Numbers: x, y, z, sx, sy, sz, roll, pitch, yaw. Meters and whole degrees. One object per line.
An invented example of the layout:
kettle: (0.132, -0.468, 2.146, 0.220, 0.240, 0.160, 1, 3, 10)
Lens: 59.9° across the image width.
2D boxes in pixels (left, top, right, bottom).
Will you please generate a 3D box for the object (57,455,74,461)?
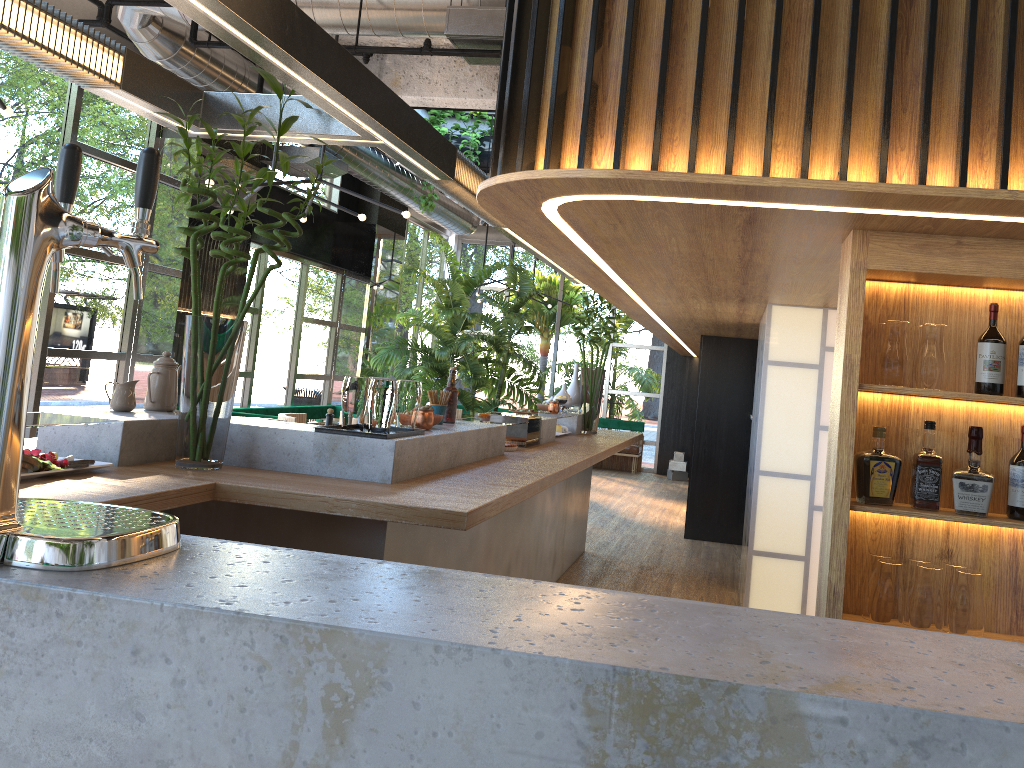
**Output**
object: (-1.449, 0.224, 2.616, 0.087, 0.059, 0.344, 5, 0, 26)

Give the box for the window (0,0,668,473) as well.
window: (-1.724, -2.016, 5.781, 4.077, 6.516, 20.620, 5, 0, 14)

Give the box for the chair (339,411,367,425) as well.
chair: (-0.922, 0.688, 5.954, 0.524, 0.974, 0.567, 3, -4, 35)

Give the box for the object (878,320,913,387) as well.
object: (1.229, -0.097, 2.841, 0.110, 0.210, 0.100, 9, -5, -43)

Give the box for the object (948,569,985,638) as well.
object: (1.407, 0.685, 2.745, 0.110, 0.210, 0.100, 9, -5, -43)

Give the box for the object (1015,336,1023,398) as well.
object: (1.645, -0.100, 2.801, 0.089, 0.300, 0.083, 8, -5, -29)

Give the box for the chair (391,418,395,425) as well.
chair: (-0.755, 0.694, 6.696, 0.558, 0.974, 0.533, 6, -3, -13)

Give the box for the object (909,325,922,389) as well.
object: (1.362, -0.086, 2.922, 0.110, 0.210, 0.100, 9, -5, -43)

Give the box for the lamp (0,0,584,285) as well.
lamp: (1.138, -1.870, 4.570, 4.932, 2.140, 6.786, 5, 0, 7)

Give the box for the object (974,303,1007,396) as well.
object: (1.535, -0.111, 2.843, 0.089, 0.300, 0.083, 8, -5, -29)

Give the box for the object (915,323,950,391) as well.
object: (1.344, -0.086, 2.832, 0.110, 0.210, 0.100, 9, -5, -43)

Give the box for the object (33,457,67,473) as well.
object: (-1.458, 0.226, 2.614, 0.298, 0.061, 0.414, 5, 1, -12)

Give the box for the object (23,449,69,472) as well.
object: (-1.413, 0.226, 2.610, 0.179, 0.081, 0.136, 5, -1, 4)

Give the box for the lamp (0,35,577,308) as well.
lamp: (-0.361, -2.171, 5.831, 5.009, 1.829, 19.144, 5, 1, 14)

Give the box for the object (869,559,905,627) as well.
object: (1.183, 0.664, 2.794, 0.110, 0.210, 0.100, 9, -5, -43)

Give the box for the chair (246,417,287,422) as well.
chair: (-1.326, 0.670, 4.395, 0.568, 0.974, 0.524, 7, -4, -31)

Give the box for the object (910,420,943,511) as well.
object: (1.335, 0.260, 2.854, 0.082, 0.283, 0.084, 5, -4, 12)

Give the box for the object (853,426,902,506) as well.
object: (1.183, 0.264, 2.876, 0.152, 0.249, 0.093, 6, -4, -1)

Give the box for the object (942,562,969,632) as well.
object: (1.422, 0.685, 2.857, 0.110, 0.210, 0.100, 9, -5, -43)

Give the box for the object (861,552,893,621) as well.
object: (1.201, 0.664, 2.911, 0.110, 0.210, 0.100, 9, -5, -43)

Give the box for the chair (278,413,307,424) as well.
chair: (-1.125, 0.679, 5.151, 0.567, 0.974, 0.525, 7, -4, -28)

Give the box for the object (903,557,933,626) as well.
object: (1.318, 0.675, 2.884, 0.110, 0.210, 0.100, 9, -5, -43)

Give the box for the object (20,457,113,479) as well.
object: (-1.476, 0.246, 2.597, 0.328, 0.025, 0.501, 5, 1, 13)

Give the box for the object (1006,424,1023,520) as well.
object: (1.623, 0.278, 2.815, 0.089, 0.300, 0.083, 8, -5, -29)

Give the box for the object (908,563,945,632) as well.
object: (1.299, 0.674, 2.775, 0.110, 0.210, 0.100, 9, -5, -43)

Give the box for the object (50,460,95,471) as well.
object: (-1.339, 0.247, 2.708, 0.117, 0.035, 0.173, 5, 1, -7)

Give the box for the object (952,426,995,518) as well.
object: (1.465, 0.274, 2.818, 0.119, 0.281, 0.127, 4, -4, 25)

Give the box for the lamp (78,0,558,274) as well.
lamp: (-0.266, -2.378, 10.234, 3.736, 1.536, 10.146, 5, 1, 11)

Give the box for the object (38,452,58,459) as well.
object: (-1.431, 0.235, 2.695, 0.094, 0.052, 0.124, 6, 0, -29)

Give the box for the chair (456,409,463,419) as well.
chair: (-0.556, 0.702, 7.493, 0.531, 0.974, 0.561, 4, -3, 22)

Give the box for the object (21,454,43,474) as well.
object: (-1.409, 0.225, 2.475, 0.131, 0.074, 0.200, 5, 0, 12)

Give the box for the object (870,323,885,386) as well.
object: (1.251, -0.096, 2.953, 0.110, 0.210, 0.100, 9, -5, -43)
